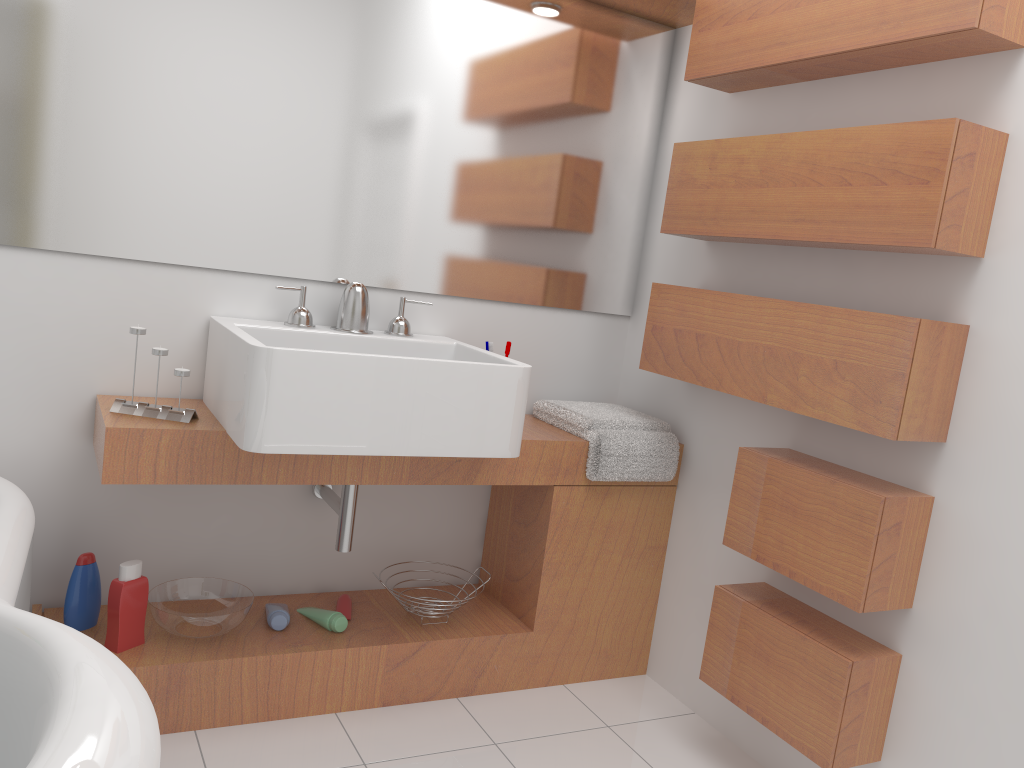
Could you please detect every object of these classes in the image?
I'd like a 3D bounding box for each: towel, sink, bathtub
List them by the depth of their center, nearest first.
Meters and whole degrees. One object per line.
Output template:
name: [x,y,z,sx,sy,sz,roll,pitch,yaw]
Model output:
bathtub: [-1.093,0.545,1.153,1.055,0.674,1.863,4,9,-28]
sink: [-0.380,0.099,2.183,0.657,0.673,0.552,4,9,-28]
towel: [0.266,0.160,2.610,0.272,0.140,0.359,4,9,-28]

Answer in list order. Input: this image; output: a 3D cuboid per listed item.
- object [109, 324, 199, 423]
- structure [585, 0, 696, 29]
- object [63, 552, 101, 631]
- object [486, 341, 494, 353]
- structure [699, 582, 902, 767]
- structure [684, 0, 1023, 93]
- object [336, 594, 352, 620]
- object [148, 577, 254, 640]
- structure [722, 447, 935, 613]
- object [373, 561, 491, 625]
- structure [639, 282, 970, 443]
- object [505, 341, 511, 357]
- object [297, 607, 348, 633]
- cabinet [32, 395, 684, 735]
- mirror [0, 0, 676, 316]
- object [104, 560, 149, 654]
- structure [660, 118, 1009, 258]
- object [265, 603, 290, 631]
object: [-0.796,-0.027,1.996,0.182,0.203,0.059,8,8,2]
structure: [-0.559,-1.253,1.973,2.606,0.240,0.287,4,9,-28]
object: [-1.011,0.490,2.093,0.044,0.190,0.092,12,9,28]
object: [-0.054,-0.003,2.484,0.070,0.228,0.016,7,8,-3]
structure: [0.651,0.657,2.055,0.165,0.245,0.417,4,9,-28]
structure: [0.752,-0.858,2.048,0.165,0.245,0.860,4,9,-28]
object: [-0.456,0.609,2.406,0.042,0.037,0.133,7,8,-10]
object: [-0.761,0.561,2.165,0.245,0.090,0.245,13,9,33]
structure: [0.699,0.314,2.008,0.165,0.245,0.417,4,9,-28]
object: [-0.224,0.580,2.438,0.291,0.126,0.291,10,8,19]
structure: [0.645,-0.081,2.153,0.165,0.245,0.860,4,9,-28]
object: [-0.027,-0.006,2.516,0.016,0.231,0.052,9,8,11]
object: [-0.498,0.600,2.326,0.059,0.052,0.187,0,11,-44]
cabinet: [-0.348,0.450,2.376,1.635,0.719,0.355,4,9,-28]
mirror: [-0.691,-0.726,2.162,2.600,0.887,0.022,4,9,-28]
object: [-0.881,0.509,2.033,0.046,0.207,0.079,12,8,26]
structure: [0.697,-0.456,2.102,0.165,0.245,0.860,4,9,-28]
object: [-0.609,0.588,2.309,0.059,0.052,0.187,5,8,-17]
